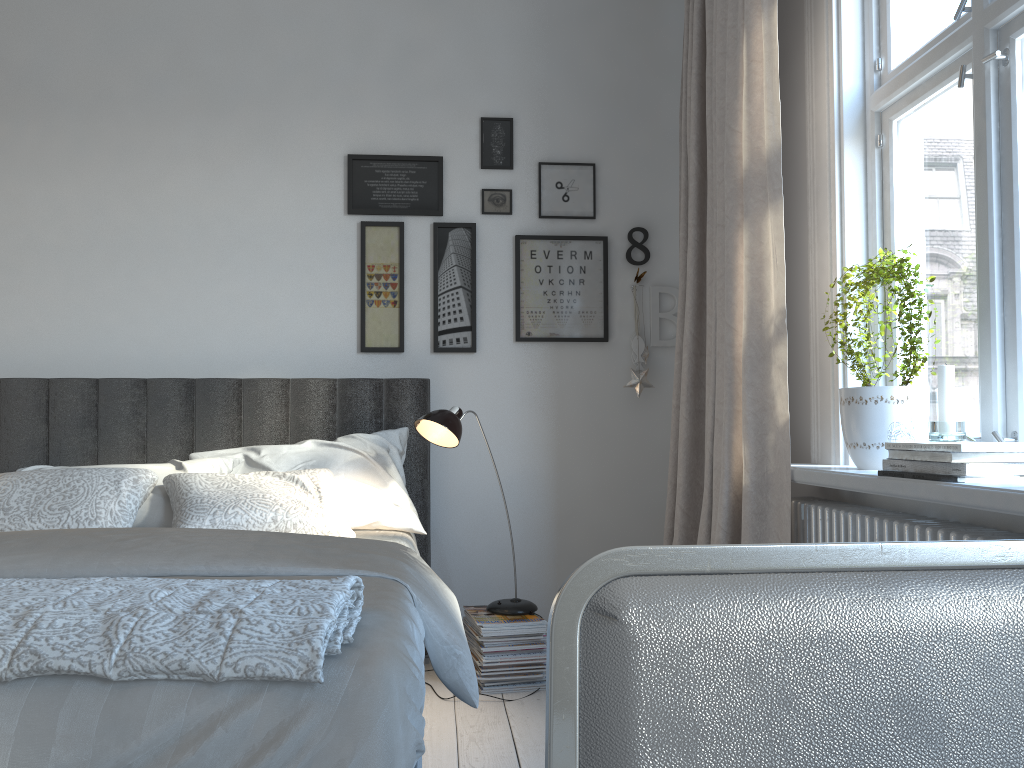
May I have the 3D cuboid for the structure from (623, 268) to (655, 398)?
[{"bbox_3d":[0.490,-0.200,3.464,0.134,0.514,0.078,0,-2,-17],"label":"structure"}]

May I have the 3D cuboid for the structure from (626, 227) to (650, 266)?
[{"bbox_3d":[0.497,-0.543,3.498,0.096,0.150,0.014,0,-2,-5],"label":"structure"}]

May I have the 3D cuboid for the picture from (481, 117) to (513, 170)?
[{"bbox_3d":[-0.058,-0.941,3.468,0.128,0.202,0.011,0,-2,-5],"label":"picture"}]

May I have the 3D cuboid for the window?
[{"bbox_3d":[2.432,-0.621,5.422,11.966,7.005,7.984,0,-2,-5],"label":"window"}]

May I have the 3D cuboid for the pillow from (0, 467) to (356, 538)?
[{"bbox_3d":[-1.048,0.361,2.621,1.146,0.225,0.416,0,-3,-12],"label":"pillow"}]

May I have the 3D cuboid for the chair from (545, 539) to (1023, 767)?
[{"bbox_3d":[0.253,0.469,0.213,0.562,0.797,0.525,0,-2,-5],"label":"chair"}]

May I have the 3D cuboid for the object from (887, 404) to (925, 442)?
[{"bbox_3d":[0.937,0.128,2.103,0.059,0.165,0.196,-2,-3,45],"label":"object"}]

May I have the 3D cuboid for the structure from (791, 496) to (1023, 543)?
[{"bbox_3d":[0.948,0.576,1.971,0.195,0.547,1.507,0,-3,-5],"label":"structure"}]

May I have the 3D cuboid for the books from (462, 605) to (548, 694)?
[{"bbox_3d":[-0.031,0.899,3.054,0.245,0.232,0.346,0,-3,-14],"label":"books"}]

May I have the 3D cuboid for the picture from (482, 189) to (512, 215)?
[{"bbox_3d":[-0.058,-0.711,3.460,0.119,0.098,0.010,0,-2,-5],"label":"picture"}]

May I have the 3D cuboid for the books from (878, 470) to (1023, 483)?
[{"bbox_3d":[0.942,0.192,1.854,0.219,0.013,0.273,0,-3,-9],"label":"books"}]

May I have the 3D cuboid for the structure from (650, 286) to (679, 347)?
[{"bbox_3d":[0.618,-0.266,3.503,0.146,0.239,0.024,0,-2,-5],"label":"structure"}]

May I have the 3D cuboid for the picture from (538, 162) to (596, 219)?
[{"bbox_3d":[0.217,-0.760,3.487,0.225,0.220,0.010,0,-2,-5],"label":"picture"}]

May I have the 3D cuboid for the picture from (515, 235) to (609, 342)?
[{"bbox_3d":[0.195,-0.372,3.469,0.365,0.415,0.021,0,-2,-5],"label":"picture"}]

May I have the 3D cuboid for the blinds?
[{"bbox_3d":[0.631,-0.326,2.829,0.225,2.645,0.831,0,-2,-5],"label":"blinds"}]

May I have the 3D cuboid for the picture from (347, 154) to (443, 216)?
[{"bbox_3d":[-0.449,-0.767,3.424,0.365,0.232,0.020,0,-2,-5],"label":"picture"}]

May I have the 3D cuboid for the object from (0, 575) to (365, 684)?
[{"bbox_3d":[-0.973,0.369,1.349,1.460,0.104,0.405,0,-3,-5],"label":"object"}]

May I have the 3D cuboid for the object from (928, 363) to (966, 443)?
[{"bbox_3d":[0.946,0.041,1.931,0.074,0.173,0.074,-2,-3,40],"label":"object"}]

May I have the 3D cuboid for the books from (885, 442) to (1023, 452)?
[{"bbox_3d":[0.948,0.131,1.856,0.203,0.015,0.269,0,-3,-8],"label":"books"}]

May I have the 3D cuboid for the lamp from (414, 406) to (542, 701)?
[{"bbox_3d":[0.016,0.548,3.067,0.800,0.936,0.450,1,-2,-23],"label":"lamp"}]

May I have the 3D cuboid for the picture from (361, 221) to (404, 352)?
[{"bbox_3d":[-0.497,-0.373,3.406,0.165,0.504,0.020,0,-2,-5],"label":"picture"}]

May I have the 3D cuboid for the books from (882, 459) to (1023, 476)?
[{"bbox_3d":[0.953,0.174,1.869,0.207,0.024,0.262,0,-3,-12],"label":"books"}]

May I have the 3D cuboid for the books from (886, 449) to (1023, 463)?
[{"bbox_3d":[0.948,0.150,1.860,0.207,0.022,0.254,0,-3,-4],"label":"books"}]

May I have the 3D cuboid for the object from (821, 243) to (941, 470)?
[{"bbox_3d":[0.957,-0.067,2.291,0.217,0.573,0.385,1,-2,-25],"label":"object"}]

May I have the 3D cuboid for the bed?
[{"bbox_3d":[-1.040,0.450,2.188,1.888,1.046,2.178,0,-3,-5],"label":"bed"}]

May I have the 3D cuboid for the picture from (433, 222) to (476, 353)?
[{"bbox_3d":[-0.221,-0.373,3.431,0.165,0.504,0.020,0,-2,-5],"label":"picture"}]
